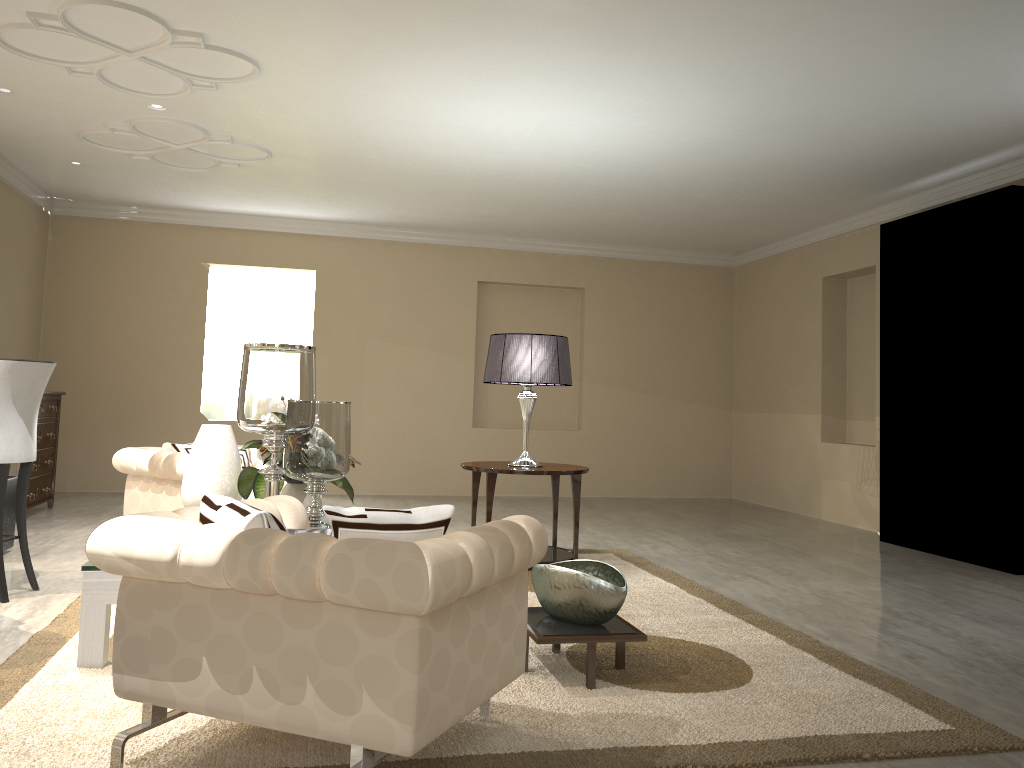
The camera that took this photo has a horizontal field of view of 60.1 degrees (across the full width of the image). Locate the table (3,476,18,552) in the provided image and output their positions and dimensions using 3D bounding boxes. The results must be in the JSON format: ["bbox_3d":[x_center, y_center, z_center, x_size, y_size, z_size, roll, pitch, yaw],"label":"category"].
[{"bbox_3d":[-2.645,0.641,4.294,0.330,0.360,0.391,3,-3,-13],"label":"table"}]

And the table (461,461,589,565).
[{"bbox_3d":[0.060,0.679,4.638,0.673,0.500,0.672,3,-3,-15],"label":"table"}]

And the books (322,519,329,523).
[{"bbox_3d":[-0.897,0.563,3.591,0.254,0.019,0.342,2,-1,3],"label":"books"}]

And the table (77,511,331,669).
[{"bbox_3d":[-0.900,0.736,3.331,1.056,0.346,1.297,2,-2,-13],"label":"table"}]

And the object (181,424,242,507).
[{"bbox_3d":[-1.274,0.368,3.784,0.252,0.387,0.251,3,-4,-18],"label":"object"}]

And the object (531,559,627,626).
[{"bbox_3d":[0.202,0.648,2.758,0.195,0.179,0.375,4,-3,-38],"label":"object"}]

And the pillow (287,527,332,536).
[{"bbox_3d":[-0.428,0.422,2.055,0.251,0.187,0.128,1,-4,24],"label":"pillow"}]

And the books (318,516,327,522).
[{"bbox_3d":[-0.898,0.544,3.586,0.254,0.019,0.336,2,-1,1],"label":"books"}]

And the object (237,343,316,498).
[{"bbox_3d":[-0.780,0.214,2.913,0.250,0.686,0.250,3,-4,-8],"label":"object"}]

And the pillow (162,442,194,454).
[{"bbox_3d":[-1.612,0.417,4.433,0.183,0.250,0.280,1,-3,10],"label":"pillow"}]

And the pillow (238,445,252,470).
[{"bbox_3d":[-1.492,0.436,4.721,0.164,0.224,0.251,-1,-4,40],"label":"pillow"}]

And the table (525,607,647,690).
[{"bbox_3d":[0.189,0.810,2.745,0.336,0.157,0.384,2,-2,-13],"label":"table"}]

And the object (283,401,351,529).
[{"bbox_3d":[-0.695,0.313,3.144,0.236,0.507,0.236,3,-4,-15],"label":"object"}]

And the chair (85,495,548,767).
[{"bbox_3d":[-0.420,0.583,2.058,0.849,0.555,0.708,1,-3,22],"label":"chair"}]

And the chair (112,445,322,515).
[{"bbox_3d":[-1.483,0.604,4.499,0.733,0.553,0.847,0,-3,37],"label":"chair"}]

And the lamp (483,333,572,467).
[{"bbox_3d":[0.079,0.088,4.685,0.473,0.684,0.473,5,-4,-38],"label":"lamp"}]

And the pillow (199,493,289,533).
[{"bbox_3d":[-0.595,0.396,2.025,0.197,0.270,0.299,5,-4,-43],"label":"pillow"}]

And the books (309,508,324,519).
[{"bbox_3d":[-0.906,0.526,3.591,0.274,0.016,0.340,2,-1,4],"label":"books"}]

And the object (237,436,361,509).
[{"bbox_3d":[-0.858,0.289,3.604,0.510,0.476,0.546,3,-3,-12],"label":"object"}]

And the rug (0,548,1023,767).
[{"bbox_3d":[-0.311,0.890,3.383,2.669,0.022,2.964,2,-1,-13],"label":"rug"}]

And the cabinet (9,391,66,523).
[{"bbox_3d":[-3.290,0.449,5.797,0.427,0.816,0.822,3,-3,-13],"label":"cabinet"}]

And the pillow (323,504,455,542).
[{"bbox_3d":[-0.284,0.385,1.929,0.283,0.252,0.185,3,-3,-20],"label":"pillow"}]

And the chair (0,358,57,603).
[{"bbox_3d":[-2.159,0.374,3.561,0.541,0.955,0.456,2,-4,2],"label":"chair"}]
